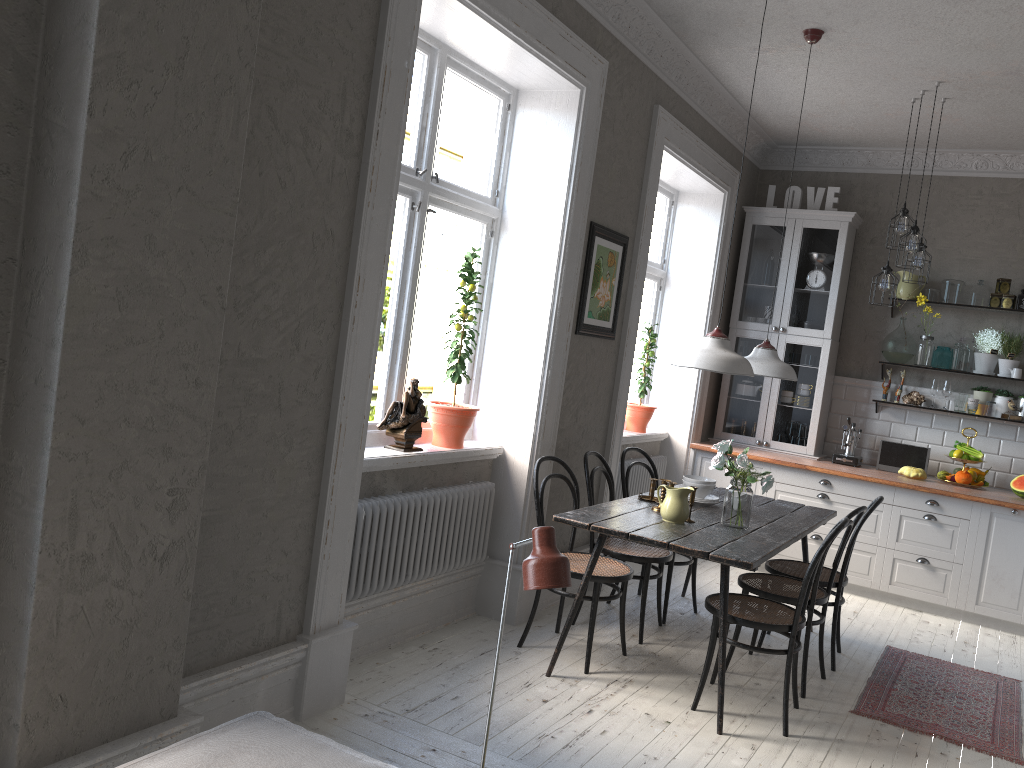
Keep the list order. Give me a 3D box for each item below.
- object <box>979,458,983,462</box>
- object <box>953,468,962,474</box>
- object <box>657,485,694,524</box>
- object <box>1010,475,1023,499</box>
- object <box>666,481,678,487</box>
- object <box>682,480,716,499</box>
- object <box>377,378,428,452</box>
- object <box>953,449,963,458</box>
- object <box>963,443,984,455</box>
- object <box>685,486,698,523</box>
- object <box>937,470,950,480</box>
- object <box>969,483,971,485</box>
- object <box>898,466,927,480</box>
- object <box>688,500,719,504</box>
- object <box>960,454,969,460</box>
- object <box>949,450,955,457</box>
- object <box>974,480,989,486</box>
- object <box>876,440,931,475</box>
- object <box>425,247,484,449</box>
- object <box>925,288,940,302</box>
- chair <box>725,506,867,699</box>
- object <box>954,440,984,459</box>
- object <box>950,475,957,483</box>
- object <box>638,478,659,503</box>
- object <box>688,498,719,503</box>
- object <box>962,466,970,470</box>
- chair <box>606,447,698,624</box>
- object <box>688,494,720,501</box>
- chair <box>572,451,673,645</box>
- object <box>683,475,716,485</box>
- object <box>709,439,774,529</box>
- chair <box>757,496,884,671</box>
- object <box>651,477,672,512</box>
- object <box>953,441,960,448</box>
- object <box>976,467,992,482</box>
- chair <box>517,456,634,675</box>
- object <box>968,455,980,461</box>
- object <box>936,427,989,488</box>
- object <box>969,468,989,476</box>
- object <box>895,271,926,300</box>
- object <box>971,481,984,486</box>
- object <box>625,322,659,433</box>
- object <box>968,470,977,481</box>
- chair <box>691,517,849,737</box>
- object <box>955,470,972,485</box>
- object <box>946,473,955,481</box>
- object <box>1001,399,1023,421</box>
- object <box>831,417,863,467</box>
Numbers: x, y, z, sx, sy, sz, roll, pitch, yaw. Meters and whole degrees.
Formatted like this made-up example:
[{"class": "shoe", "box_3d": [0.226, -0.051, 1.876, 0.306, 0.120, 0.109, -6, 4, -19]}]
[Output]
[{"class": "object", "box_3d": [3.358, 0.545, 6.366, 0.051, 0.050, 0.050, 10, 4, 38]}, {"class": "object", "box_3d": [3.287, 0.650, 6.475, 0.157, 0.076, 0.077, 6, 4, -35]}, {"class": "object", "box_3d": [0.763, 0.559, 4.152, 0.151, 0.170, 0.135, 7, 3, -10]}, {"class": "object", "box_3d": [3.538, 0.706, 6.059, 0.222, 0.174, 0.231, 5, 4, -39]}, {"class": "object", "box_3d": [0.764, 0.551, 4.289, 0.063, 0.172, 0.061, 5, 4, -40]}, {"class": "object", "box_3d": [1.004, 0.575, 4.782, 0.177, 0.094, 0.182, 9, 3, 20]}, {"class": "object", "box_3d": [-0.490, 0.136, 4.004, 0.118, 0.329, 0.241, 9, 3, 31]}, {"class": "object", "box_3d": [3.203, 0.503, 6.359, 0.080, 0.069, 0.058, 5, 4, -42]}, {"class": "object", "box_3d": [3.341, 0.485, 6.414, 0.090, 0.096, 0.177, 5, 4, -41]}, {"class": "object", "box_3d": [0.851, 0.570, 4.201, 0.058, 0.167, 0.060, 10, 4, 42]}, {"class": "object", "box_3d": [3.170, 0.668, 6.476, 0.154, 0.072, 0.075, 6, 4, -32]}, {"class": "object", "box_3d": [3.255, 0.705, 6.348, 0.070, 0.065, 0.070, 5, 4, -40]}, {"class": "object", "box_3d": [2.900, 0.641, 6.407, 0.193, 0.083, 0.192, 10, 4, 29]}, {"class": "object", "box_3d": [0.997, 0.628, 4.785, 0.242, 0.027, 0.232, 5, 4, -43]}, {"class": "object", "box_3d": [3.243, 0.531, 6.354, 0.062, 0.061, 0.068, 9, 4, 29]}, {"class": "object", "box_3d": [3.226, 0.517, 6.433, 0.095, 0.078, 0.102, 9, 3, 16]}, {"class": "object", "box_3d": [3.361, 0.699, 6.426, 0.055, 0.044, 0.214, 7, 3, -22]}, {"class": "object", "box_3d": [2.928, 0.561, 6.628, 0.345, 0.226, 0.089, 9, 3, 28]}, {"class": "object", "box_3d": [-0.252, -0.184, 4.335, 0.274, 0.991, 0.266, 7, 3, -22]}, {"class": "object", "box_3d": [3.178, -0.664, 6.708, 0.101, 0.111, 0.105, 9, 3, 28]}, {"class": "chair", "box_3d": [1.384, 0.995, 4.348, 0.538, 0.920, 0.447, 10, 4, 36]}, {"class": "object", "box_3d": [3.285, 0.470, 6.366, 0.207, 0.101, 0.068, 10, 4, 35]}, {"class": "object", "box_3d": [3.205, 0.688, 6.433, 0.069, 0.076, 0.231, 8, 3, 12]}, {"class": "object", "box_3d": [0.738, 0.556, 4.663, 0.138, 0.112, 0.140, 8, 3, 11]}, {"class": "object", "box_3d": [0.998, 0.619, 4.784, 0.238, 0.027, 0.237, 8, 3, -3]}, {"class": "object", "box_3d": [3.312, 0.643, 6.454, 0.084, 0.093, 0.088, 9, 3, 25]}, {"class": "chair", "box_3d": [0.866, 0.873, 5.233, 0.538, 0.920, 0.447, 10, 4, 41]}, {"class": "object", "box_3d": [1.000, 0.611, 4.784, 0.242, 0.027, 0.232, 5, 4, -38]}, {"class": "chair", "box_3d": [0.606, 0.862, 4.811, 0.540, 0.920, 0.445, 9, 3, 26]}, {"class": "object", "box_3d": [1.007, 0.555, 4.781, 0.177, 0.094, 0.182, 9, 3, 20]}, {"class": "object", "box_3d": [1.086, 0.476, 4.216, 0.306, 0.414, 0.256, 9, 3, 27]}, {"class": "chair", "box_3d": [1.643, 1.007, 4.768, 0.540, 0.920, 0.445, 9, 3, 26]}, {"class": "object", "box_3d": [0.748, 0.543, 4.381, 0.095, 0.172, 0.096, 8, 3, 10]}, {"class": "object", "box_3d": [3.233, 0.439, 6.400, 0.072, 0.058, 0.051, 8, 3, 5]}, {"class": "object", "box_3d": [3.378, 0.647, 6.360, 0.128, 0.120, 0.060, 5, 4, -38]}, {"class": "chair", "box_3d": [0.331, 0.852, 4.317, 0.538, 0.920, 0.447, 10, 4, 36]}, {"class": "object", "box_3d": [3.308, 0.541, 6.359, 0.075, 0.062, 0.101, 8, 3, 2]}, {"class": "object", "box_3d": [3.278, 0.524, 6.399, 0.348, 0.425, 0.355, 9, 3, 14]}, {"class": "object", "box_3d": [3.360, 0.636, 6.379, 0.125, 0.056, 0.060, 9, 3, 20]}, {"class": "object", "box_3d": [3.019, -0.741, 6.728, 0.187, 0.216, 0.177, 11, 4, 42]}, {"class": "object", "box_3d": [3.313, 0.709, 6.310, 0.069, 0.051, 0.089, 7, 3, -13]}, {"class": "object", "box_3d": [0.974, -0.052, 6.545, 0.265, 0.813, 0.255, 6, 4, -34]}, {"class": "object", "box_3d": [3.281, 0.656, 6.338, 0.089, 0.078, 0.087, 6, 4, -35]}, {"class": "chair", "box_3d": [1.120, 0.986, 3.873, 0.540, 0.920, 0.445, 9, 3, 26]}, {"class": "object", "box_3d": [3.207, 0.660, 6.290, 0.113, 0.110, 0.111, 8, 3, -4]}, {"class": "object", "box_3d": [3.186, 0.676, 6.426, 0.090, 0.057, 0.084, 6, 4, -29]}, {"class": "object", "box_3d": [3.622, 0.187, 6.395, 0.119, 0.146, 0.100, 8, 3, -4]}, {"class": "object", "box_3d": [2.561, 0.432, 6.727, 0.202, 0.370, 0.359, 9, 3, 29]}]
